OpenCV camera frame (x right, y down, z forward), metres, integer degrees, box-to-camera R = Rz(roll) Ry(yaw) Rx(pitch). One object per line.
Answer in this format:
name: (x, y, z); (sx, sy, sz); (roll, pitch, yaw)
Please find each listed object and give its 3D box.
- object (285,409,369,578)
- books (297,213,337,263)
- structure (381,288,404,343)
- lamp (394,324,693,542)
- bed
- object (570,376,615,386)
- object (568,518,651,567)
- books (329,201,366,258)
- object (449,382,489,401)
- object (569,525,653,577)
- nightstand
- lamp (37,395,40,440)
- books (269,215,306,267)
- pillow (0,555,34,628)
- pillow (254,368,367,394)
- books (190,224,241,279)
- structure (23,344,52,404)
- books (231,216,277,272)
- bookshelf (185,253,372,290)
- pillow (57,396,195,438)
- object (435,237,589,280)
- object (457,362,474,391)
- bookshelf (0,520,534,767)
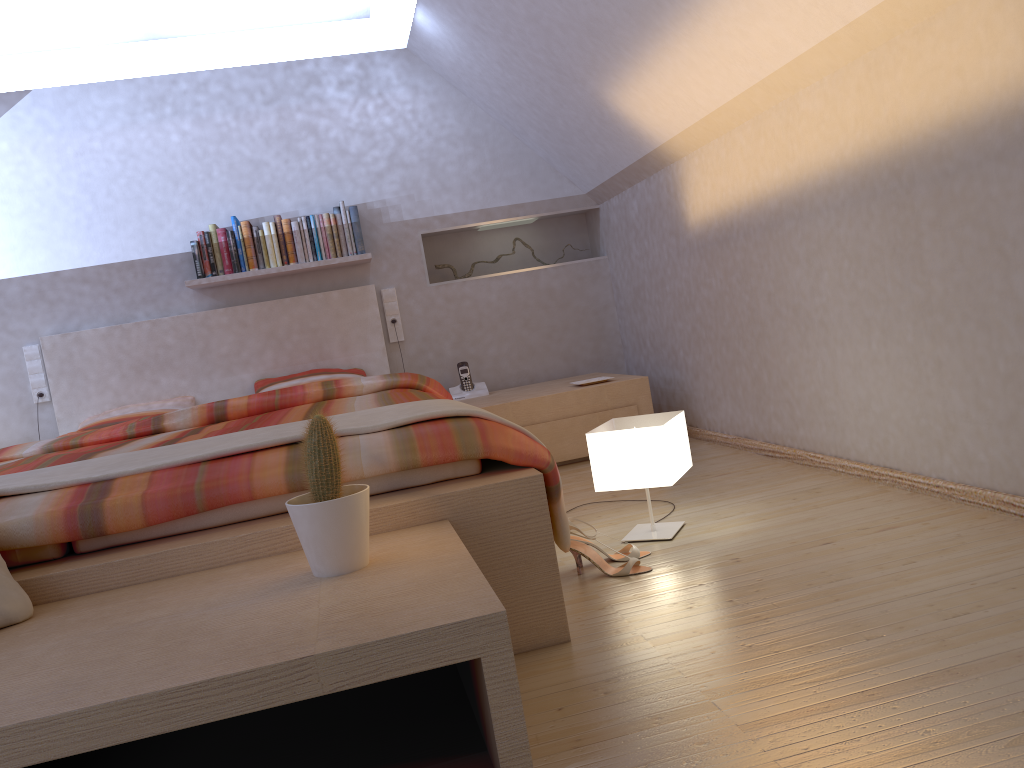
object: (-0.318, 0.182, 1.525); (0.144, 0.294, 0.144); (-9, 4, 15)
books: (-0.999, -0.740, 4.559); (0.159, 0.231, 0.200); (-10, 4, -10)
structure: (-0.640, -0.368, 4.748); (0.077, 0.286, 0.034); (-10, 4, -10)
lamp: (-0.010, 0.036, 3.603); (0.396, 0.788, 2.551); (-11, 4, -20)
bed: (-1.168, 0.165, 3.117); (2.087, 0.994, 3.009); (-10, 4, -10)
object: (0.377, -0.011, 4.180); (0.179, 0.015, 0.177); (-10, 4, -10)
object: (0.248, 0.410, 2.376); (0.235, 0.132, 0.079); (-10, 4, -5)
books: (-0.856, -0.792, 4.585); (0.145, 0.281, 0.200); (-10, 4, -10)
object: (-0.230, 0.032, 4.626); (0.192, 0.087, 0.153); (-10, 4, -10)
object: (0.234, 0.419, 2.274); (0.235, 0.132, 0.079); (-8, 4, 21)
nightstand: (0.157, 0.189, 4.391); (0.859, 0.329, 0.847); (-10, 4, -10)
lamp: (-2.551, 0.369, 4.150); (0.318, 0.515, 0.684); (-8, 4, 18)
books: (-1.145, -0.728, 4.527); (0.140, 0.260, 0.209); (-10, 4, -10)
pillow: (-1.166, 0.355, 1.518); (0.470, 0.241, 0.498); (-6, 5, 44)
pillow: (-0.987, 0.028, 4.346); (0.566, 0.188, 0.497); (-10, 4, -10)
books: (-1.485, -0.665, 4.460); (0.209, 0.260, 0.215); (-10, 4, -10)
structure: (-2.369, -0.050, 4.425); (0.077, 0.286, 0.034); (-10, 4, -10)
books: (-1.301, -0.710, 4.501); (0.178, 0.281, 0.200); (-10, 4, -10)
bookshelf: (-1.177, -0.575, 4.526); (0.916, 0.028, 0.223); (-10, 4, -10)
pillow: (-1.824, 0.192, 4.239); (0.572, 0.180, 0.492); (-10, 4, -10)
object: (0.013, -0.728, 5.013); (0.905, 0.193, 0.085); (-10, 4, -10)
object: (-0.244, -0.033, 4.641); (0.060, 0.169, 0.079); (-10, 4, -10)
bookshelf: (-0.766, 0.566, 1.348); (1.495, 0.303, 0.643); (-10, 4, -10)
